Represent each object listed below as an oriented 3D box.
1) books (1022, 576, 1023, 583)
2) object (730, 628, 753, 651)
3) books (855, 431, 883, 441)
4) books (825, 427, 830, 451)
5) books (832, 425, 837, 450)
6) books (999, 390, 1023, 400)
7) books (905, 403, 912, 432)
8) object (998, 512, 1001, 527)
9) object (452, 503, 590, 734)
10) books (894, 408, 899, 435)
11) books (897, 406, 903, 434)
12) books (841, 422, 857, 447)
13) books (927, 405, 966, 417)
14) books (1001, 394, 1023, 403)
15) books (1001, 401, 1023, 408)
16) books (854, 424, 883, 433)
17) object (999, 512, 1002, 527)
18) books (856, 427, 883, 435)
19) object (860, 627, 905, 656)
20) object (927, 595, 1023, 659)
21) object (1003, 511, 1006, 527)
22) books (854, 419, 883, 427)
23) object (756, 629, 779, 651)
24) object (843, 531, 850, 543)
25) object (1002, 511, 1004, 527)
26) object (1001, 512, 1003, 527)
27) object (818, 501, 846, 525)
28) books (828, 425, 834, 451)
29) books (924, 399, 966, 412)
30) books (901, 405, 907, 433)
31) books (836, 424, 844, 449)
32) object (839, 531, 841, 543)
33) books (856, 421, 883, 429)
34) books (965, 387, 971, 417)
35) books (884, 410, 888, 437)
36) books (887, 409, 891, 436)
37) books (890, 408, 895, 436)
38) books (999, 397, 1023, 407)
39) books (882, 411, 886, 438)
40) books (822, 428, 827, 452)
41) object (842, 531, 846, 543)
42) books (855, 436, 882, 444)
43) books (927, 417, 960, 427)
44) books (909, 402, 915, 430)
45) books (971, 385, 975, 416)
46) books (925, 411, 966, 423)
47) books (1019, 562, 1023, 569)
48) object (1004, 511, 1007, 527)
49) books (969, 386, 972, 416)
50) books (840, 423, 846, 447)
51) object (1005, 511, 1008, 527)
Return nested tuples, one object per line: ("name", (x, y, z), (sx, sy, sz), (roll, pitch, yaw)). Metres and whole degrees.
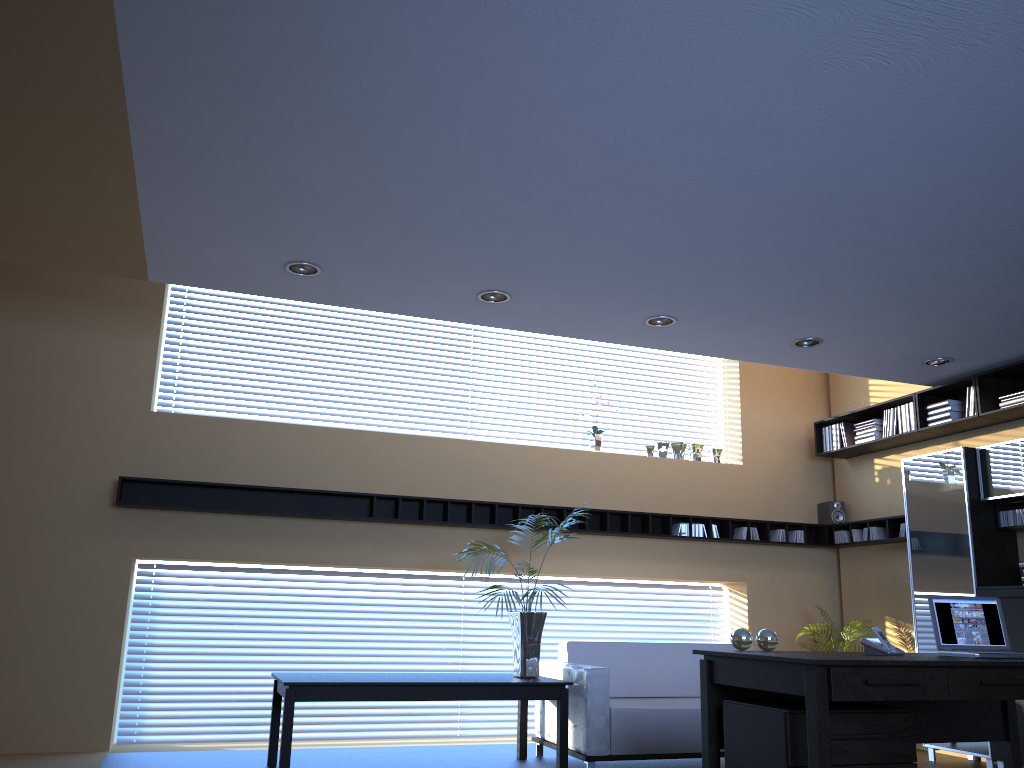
("books", (3.878, 1.414, 6.416), (0.207, 0.050, 0.260), (6, -15, -18))
("object", (1.098, 1.221, 4.241), (0.105, 0.105, 0.106), (1, -14, 0))
("books", (3.358, 0.490, 8.238), (0.207, 0.050, 0.260), (7, -16, -19))
("books", (3.187, 0.559, 8.725), (0.207, 0.257, 0.050), (6, -14, -19))
("books", (3.220, 0.534, 8.628), (0.207, 0.257, 0.050), (6, -14, -18))
("books", (3.900, 0.091, 6.761), (0.207, 0.028, 0.260), (7, -16, -19))
("books", (3.535, 0.309, 7.740), (0.207, 0.257, 0.050), (6, -14, -18))
("object", (3.835, 1.055, 6.872), (0.142, 0.119, 0.009), (6, -14, -19))
("object", (0.072, 1.915, 6.930), (1.040, 1.848, 1.907), (1, -14, 1))
("books", (3.495, 0.350, 7.901), (0.207, 0.258, 0.075), (6, -14, -19))
("books", (3.508, 0.334, 7.839), (0.207, 0.257, 0.050), (6, -14, -18))
("books", (3.267, 0.500, 8.493), (0.207, 0.258, 0.075), (6, -14, -19))
("books", (3.659, 0.235, 7.433), (0.207, 0.050, 0.260), (6, -15, -19))
("books", (3.901, 0.113, 6.733), (0.207, 0.028, 0.260), (7, -16, -19))
("books", (3.891, 0.167, 6.718), (0.207, 0.028, 0.260), (6, -15, -18))
("books", (3.352, 0.422, 8.248), (0.207, 0.028, 0.260), (6, -15, -18))
("object", (3.836, 1.052, 6.862), (0.142, 0.119, 0.009), (6, -14, -18))
("books", (3.374, 0.449, 8.238), (0.207, 0.028, 0.260), (6, -16, -19))
("object", (1.718, 1.192, 4.116), (0.130, 0.126, 0.147), (11, -17, -33))
("object", (2.246, 1.142, 4.183), (0.390, 0.281, 0.325), (4, -14, -9))
("object", (3.847, 1.045, 6.835), (0.142, 0.119, 0.009), (6, -14, -18))
("books", (3.364, 0.371, 8.274), (0.207, 0.028, 0.260), (7, -16, -19))
("object", (1.217, 1.221, 4.229), (0.105, 0.105, 0.106), (1, -14, 0))
("object", (3.247, 1.468, 8.498), (0.142, 0.118, 0.040), (6, -14, -19))
("object", (3.845, 1.048, 6.844), (0.140, 0.118, 0.006), (6, -14, -18))
("object", (3.841, 1.050, 6.853), (0.140, 0.118, 0.006), (6, -14, -19))
("object", (3.174, 1.292, 8.796), (0.159, 0.228, 0.255), (4, -14, -9))
("books", (3.195, 0.545, 8.673), (0.207, 0.257, 0.050), (6, -14, -20))
("books", (3.649, 0.190, 7.463), (0.207, 0.050, 0.260), (7, -16, -19))
("books", (3.525, 0.322, 7.791), (0.207, 0.257, 0.050), (6, -14, -19))
("books", (3.237, 0.522, 8.581), (0.207, 0.257, 0.050), (6, -14, -19))
("object", (3.225, 1.482, 8.558), (0.142, 0.119, 0.009), (6, -14, -19))
("books", (3.372, 0.393, 8.248), (0.207, 0.028, 0.260), (7, -16, -19))
("books", (3.756, 0.163, 7.163), (0.207, 0.258, 0.075), (6, -14, -19))
("books", (3.449, 0.371, 7.984), (0.207, 0.258, 0.075), (6, -14, -19))
("books", (3.458, 0.363, 7.954), (0.207, 0.258, 0.075), (6, -14, -18))
("books", (3.470, 0.356, 7.925), (0.207, 0.258, 0.075), (6, -14, -19))
("books", (3.890, 0.142, 6.735), (0.207, 0.028, 0.260), (6, -15, -18))
("books", (3.444, 0.379, 8.015), (0.207, 0.258, 0.075), (6, -14, -19))
("books", (3.167, 0.570, 8.771), (0.207, 0.257, 0.050), (6, -14, -19))
("object", (3.238, 1.472, 8.520), (0.142, 0.119, 0.009), (6, -14, -19))
("books", (3.356, 0.537, 8.215), (0.207, 0.050, 0.260), (6, -15, -18))
("books", (3.651, 0.333, 7.410), (0.207, 0.050, 0.260), (7, -15, -19))
("books", (3.553, 0.297, 7.693), (0.207, 0.257, 0.050), (6, -14, -19))
("books", (3.769, 0.147, 7.101), (0.207, 0.258, 0.075), (6, -14, -19))
("books", (3.644, 0.285, 7.430), (0.207, 0.050, 0.260), (7, -16, -19))
("books", (3.876, 1.317, 6.448), (0.207, 0.050, 0.260), (7, -16, -19))
("object", (3.856, 1.044, 6.827), (0.142, 0.119, 0.009), (6, -14, -19))
("books", (3.771, 0.156, 7.135), (0.207, 0.258, 0.075), (6, -14, -19))
("books", (3.261, 0.508, 8.524), (0.207, 0.258, 0.075), (6, -14, -19))
("object", (3.855, 1.041, 6.816), (0.140, 0.118, 0.006), (6, -14, -19))
